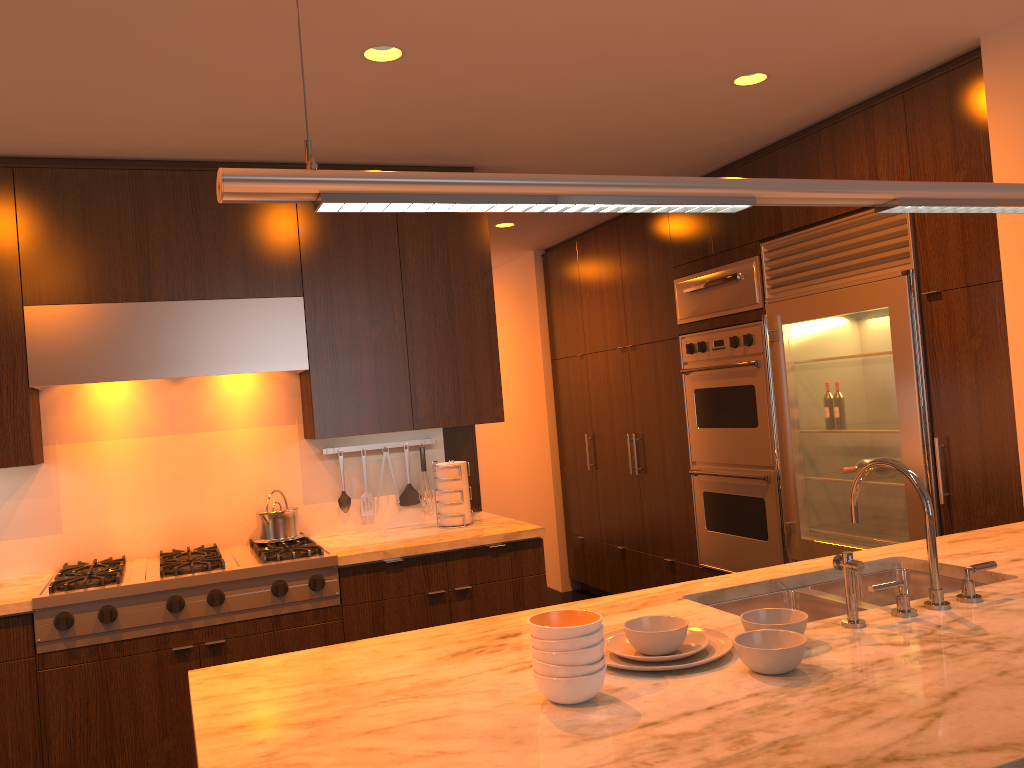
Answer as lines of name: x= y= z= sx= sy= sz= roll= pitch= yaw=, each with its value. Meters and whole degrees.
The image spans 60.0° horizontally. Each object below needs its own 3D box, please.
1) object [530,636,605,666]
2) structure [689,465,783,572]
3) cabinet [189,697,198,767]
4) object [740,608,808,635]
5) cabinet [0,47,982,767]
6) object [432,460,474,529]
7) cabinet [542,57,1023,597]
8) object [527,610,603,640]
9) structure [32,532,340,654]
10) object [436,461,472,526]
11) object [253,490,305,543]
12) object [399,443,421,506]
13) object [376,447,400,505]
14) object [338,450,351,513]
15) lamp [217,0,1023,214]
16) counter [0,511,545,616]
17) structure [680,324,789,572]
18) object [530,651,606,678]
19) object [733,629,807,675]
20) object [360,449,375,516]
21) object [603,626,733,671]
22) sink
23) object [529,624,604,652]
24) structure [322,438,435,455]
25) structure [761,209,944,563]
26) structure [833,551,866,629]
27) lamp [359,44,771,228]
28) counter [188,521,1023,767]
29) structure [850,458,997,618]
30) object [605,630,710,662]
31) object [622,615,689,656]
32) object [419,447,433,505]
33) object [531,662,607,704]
object: x=0.104 y=0.503 z=1.631 sx=0.140 sy=0.062 sz=0.139 roll=-4 pitch=-1 yaw=-22
structure: x=1.161 y=0.714 z=4.658 sx=0.064 sy=0.544 sz=0.710 roll=-4 pitch=-1 yaw=-22
cabinet: x=0.788 y=1.006 z=1.930 sx=2.713 sy=0.876 sz=1.281 roll=-4 pitch=-1 yaw=-22
object: x=0.552 y=0.517 z=1.861 sx=0.139 sy=0.059 sz=0.138 roll=-5 pitch=-1 yaw=4
cabinet: x=-0.224 y=0.033 z=2.349 sx=5.521 sy=2.997 sz=7.728 roll=-4 pitch=-1 yaw=-22
object: x=-0.280 y=0.505 z=4.110 sx=0.160 sy=0.304 sz=0.168 roll=-5 pitch=-1 yaw=22
cabinet: x=1.332 y=0.183 z=5.006 sx=0.690 sy=2.540 sz=3.924 roll=-4 pitch=-1 yaw=-22
object: x=0.100 y=0.460 z=1.632 sx=0.140 sy=0.062 sz=0.139 roll=-5 pitch=-1 yaw=-13
structure: x=-1.323 y=0.722 z=3.648 sx=1.067 sy=0.422 sz=0.824 roll=-4 pitch=-1 yaw=-22
object: x=-0.271 y=0.506 z=4.106 sx=0.144 sy=0.286 sz=0.149 roll=-4 pitch=-1 yaw=-40
object: x=-1.037 y=0.576 z=3.919 sx=0.221 sy=0.218 sz=0.221 roll=-4 pitch=-1 yaw=-37
object: x=-0.503 y=0.437 z=4.270 sx=0.112 sy=0.303 sz=0.036 roll=-4 pitch=-1 yaw=-22
object: x=-0.599 y=0.436 z=4.214 sx=0.114 sy=0.271 sz=0.008 roll=-4 pitch=-1 yaw=-22
object: x=-0.789 y=0.454 z=4.136 sx=0.061 sy=0.296 sz=0.020 roll=-4 pitch=-1 yaw=-23
lamp: x=0.631 y=-0.758 z=1.922 sx=2.465 sy=0.765 sz=0.120 roll=-4 pitch=-1 yaw=-22
counter: x=-1.501 y=0.758 z=3.074 sx=3.616 sy=0.038 sz=3.187 roll=-4 pitch=-1 yaw=-22
structure: x=1.420 y=0.338 z=4.780 sx=0.687 sy=1.294 sz=0.743 roll=-4 pitch=-1 yaw=-22
object: x=0.106 y=0.525 z=1.631 sx=0.140 sy=0.068 sz=0.139 roll=-4 pitch=-1 yaw=-39
object: x=0.496 y=0.518 z=1.700 sx=0.139 sy=0.059 sz=0.138 roll=-5 pitch=-1 yaw=4
object: x=-0.689 y=0.462 z=4.179 sx=0.066 sy=0.314 sz=0.004 roll=-4 pitch=-1 yaw=-22
object: x=0.306 y=0.556 z=1.860 sx=0.310 sy=0.021 sz=0.309 roll=-4 pitch=-1 yaw=-22
sink: x=0.884 y=0.653 z=2.306 sx=0.813 sy=0.176 sz=0.457 roll=-4 pitch=-1 yaw=-22
object: x=0.102 y=0.481 z=1.632 sx=0.139 sy=0.064 sz=0.140 roll=-6 pitch=-1 yaw=43
structure: x=-0.627 y=0.296 z=4.218 sx=0.541 sy=0.031 sz=0.048 roll=-4 pitch=-1 yaw=-18
structure: x=1.717 y=0.338 z=3.971 sx=0.687 sy=2.129 sz=0.915 roll=-4 pitch=-1 yaw=-22
structure: x=0.747 y=0.451 z=1.949 sx=0.050 sy=0.161 sz=0.067 roll=-4 pitch=-1 yaw=-22
lamp: x=-7.211 y=-0.580 z=1.706 sx=16.431 sy=0.171 sz=5.868 roll=-4 pitch=-1 yaw=-22
counter: x=0.750 y=0.550 z=1.939 sx=2.711 sy=0.038 sz=1.280 roll=-4 pitch=-1 yaw=-22
structure: x=0.976 y=0.344 z=2.082 sx=0.310 sy=0.341 sz=0.321 roll=-5 pitch=-1 yaw=16
object: x=0.305 y=0.553 z=1.860 sx=0.217 sy=0.025 sz=0.216 roll=-5 pitch=-1 yaw=-5
object: x=0.303 y=0.531 z=1.860 sx=0.139 sy=0.059 sz=0.138 roll=-5 pitch=-1 yaw=4
object: x=-0.423 y=0.445 z=4.283 sx=0.063 sy=0.281 sz=0.063 roll=-4 pitch=-1 yaw=-44
object: x=0.107 y=0.549 z=1.631 sx=0.140 sy=0.059 sz=0.139 roll=-4 pitch=-1 yaw=-30
